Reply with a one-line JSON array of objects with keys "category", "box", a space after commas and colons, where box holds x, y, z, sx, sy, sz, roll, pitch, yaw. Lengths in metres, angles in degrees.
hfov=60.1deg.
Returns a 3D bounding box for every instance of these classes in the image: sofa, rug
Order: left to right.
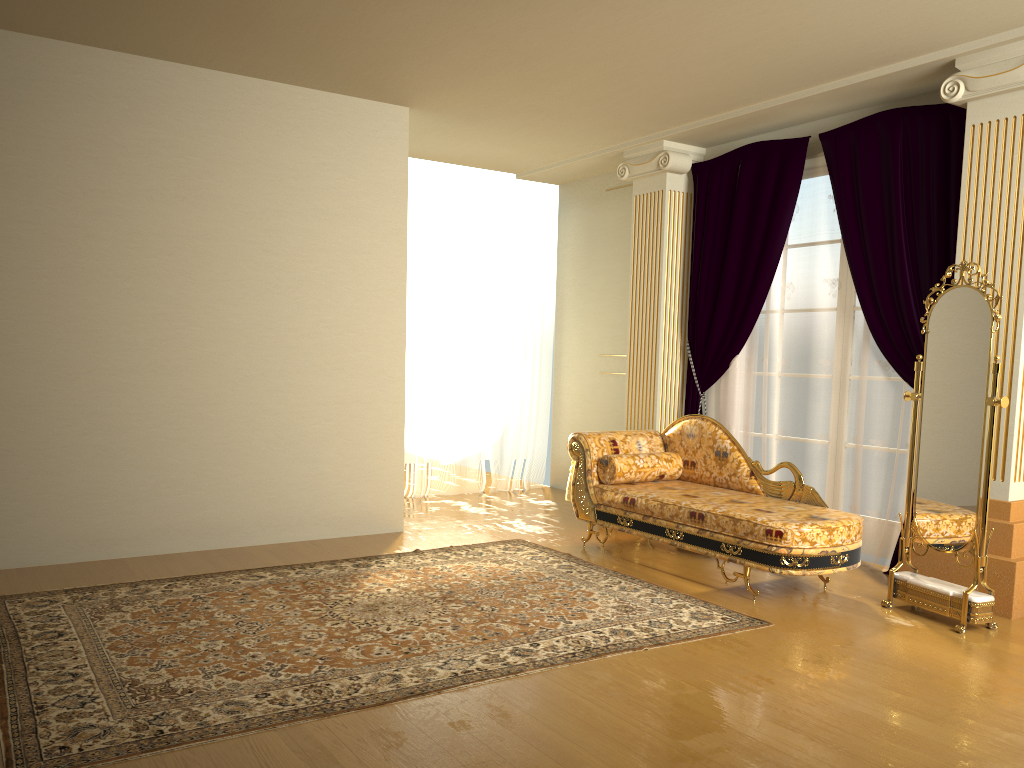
[{"category": "rug", "box": [-0.653, 1.051, 4.117, 3.076, 0.017, 2.108, 0, 2, -33]}, {"category": "sofa", "box": [1.108, 0.638, 5.120, 0.693, 0.876, 1.885, -1, 4, -33]}]

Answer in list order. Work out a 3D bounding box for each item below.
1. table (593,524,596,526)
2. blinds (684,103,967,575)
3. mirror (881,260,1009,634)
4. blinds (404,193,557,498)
[{"category": "table", "box": [0.787, 0.710, 6.358, 0.571, 0.647, 0.568, 2, 4, 12]}, {"category": "blinds", "box": [1.904, -0.247, 5.611, 0.339, 2.669, 2.224, -2, 5, -32]}, {"category": "mirror", "box": [2.066, 0.276, 4.171, 0.243, 1.710, 0.538, -1, 6, -23]}, {"category": "blinds", "box": [-0.516, -0.293, 7.467, 2.164, 2.521, 0.163, -1, 6, -30]}]
